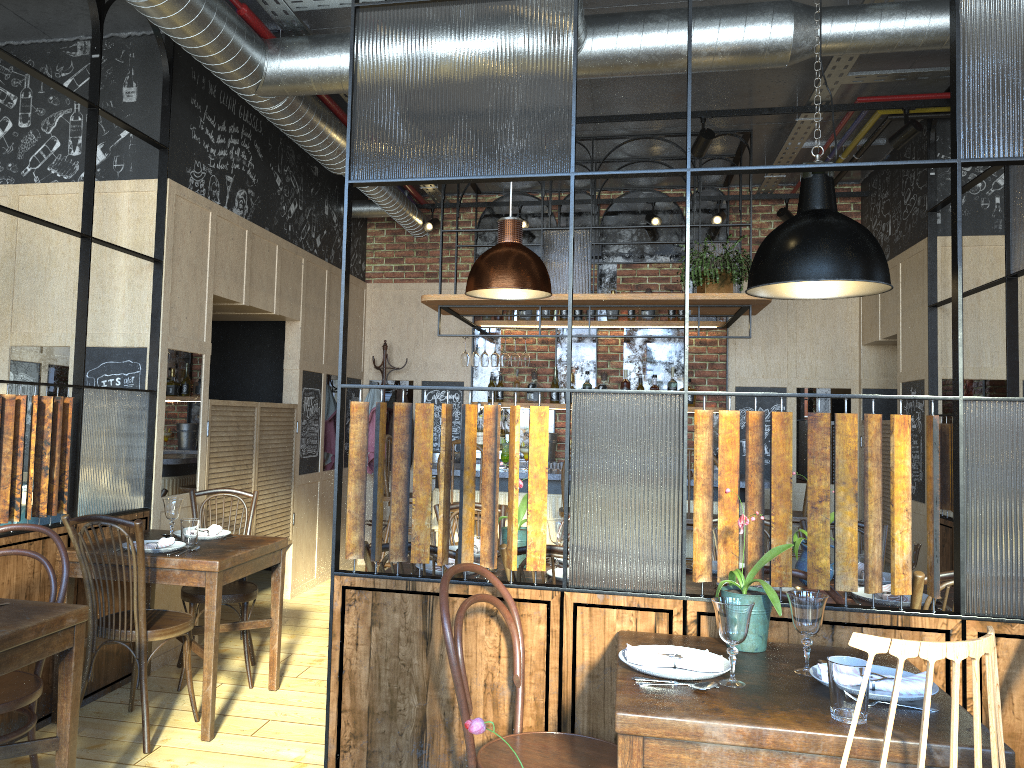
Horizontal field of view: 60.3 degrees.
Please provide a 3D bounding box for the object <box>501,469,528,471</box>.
[{"bbox_3d":[0.286,0.550,6.051,0.782,0.106,0.196,1,-3,12],"label":"object"}]

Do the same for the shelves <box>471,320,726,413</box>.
[{"bbox_3d":[0.730,-0.149,7.630,2.161,0.747,0.591,1,-3,12],"label":"shelves"}]

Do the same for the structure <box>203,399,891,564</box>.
[{"bbox_3d":[0.439,0.690,6.141,4.897,0.996,1.293,2,-3,-13],"label":"structure"}]

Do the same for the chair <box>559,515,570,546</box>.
[{"bbox_3d":[0.333,1.041,4.027,0.455,0.922,0.527,0,-4,27],"label":"chair"}]

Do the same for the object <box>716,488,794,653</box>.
[{"bbox_3d":[0.654,0.507,2.405,0.218,0.427,0.132,-2,-5,44],"label":"object"}]

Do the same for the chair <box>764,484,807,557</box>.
[{"bbox_3d":[1.818,1.018,5.824,0.425,1.197,0.421,0,-4,19],"label":"chair"}]

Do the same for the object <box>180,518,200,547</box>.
[{"bbox_3d":[-1.434,0.662,3.921,0.088,0.120,0.080,-1,-4,41],"label":"object"}]

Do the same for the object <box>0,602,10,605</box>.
[{"bbox_3d":[-1.701,0.639,2.641,0.333,0.051,0.263,1,-2,14],"label":"object"}]

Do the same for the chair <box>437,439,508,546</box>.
[{"bbox_3d":[-0.248,0.959,5.764,0.453,1.197,0.395,-1,-4,29],"label":"chair"}]

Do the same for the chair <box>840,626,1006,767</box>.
[{"bbox_3d":[0.625,0.915,1.577,0.522,1.007,0.462,2,-4,-18],"label":"chair"}]

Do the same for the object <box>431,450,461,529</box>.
[{"bbox_3d":[-0.619,1.093,7.514,0.380,1.036,0.416,5,-5,-45],"label":"object"}]

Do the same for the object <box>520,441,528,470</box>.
[{"bbox_3d":[0.102,0.499,6.131,0.111,0.197,0.101,-1,-4,38],"label":"object"}]

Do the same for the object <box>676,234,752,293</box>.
[{"bbox_3d":[1.396,-0.764,5.774,0.490,0.370,0.617,2,-3,-13],"label":"object"}]

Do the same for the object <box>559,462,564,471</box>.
[{"bbox_3d":[0.353,0.583,6.248,0.042,0.059,0.042,1,-3,0],"label":"object"}]

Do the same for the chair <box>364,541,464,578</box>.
[{"bbox_3d":[-0.290,0.987,3.108,0.415,0.916,0.508,0,-3,14],"label":"chair"}]

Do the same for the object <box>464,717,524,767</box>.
[{"bbox_3d":[0.035,0.483,0.627,0.227,0.432,0.131,-1,-4,29],"label":"object"}]

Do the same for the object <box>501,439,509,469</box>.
[{"bbox_3d":[-0.044,0.491,6.182,0.068,0.211,0.069,2,-3,-7],"label":"object"}]

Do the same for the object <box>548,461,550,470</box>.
[{"bbox_3d":[0.252,0.580,6.254,0.042,0.059,0.042,1,-3,0],"label":"object"}]

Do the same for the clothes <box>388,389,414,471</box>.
[{"bbox_3d":[-0.959,0.394,7.672,0.215,0.772,0.234,1,-3,7],"label":"clothes"}]

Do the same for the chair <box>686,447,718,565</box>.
[{"bbox_3d":[1.105,0.986,5.493,0.446,1.197,0.402,0,-4,14],"label":"chair"}]

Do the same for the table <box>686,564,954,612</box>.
[{"bbox_3d":[1.167,1.134,3.327,1.051,0.728,0.713,1,-3,11],"label":"table"}]

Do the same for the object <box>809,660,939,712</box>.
[{"bbox_3d":[0.843,0.686,2.072,0.276,0.051,0.317,1,-2,13],"label":"object"}]

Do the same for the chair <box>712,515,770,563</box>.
[{"bbox_3d":[1.019,1.050,3.782,0.412,0.916,0.511,1,-3,9],"label":"chair"}]

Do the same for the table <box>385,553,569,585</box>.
[{"bbox_3d":[0.040,1.113,3.580,1.051,0.728,0.713,1,-3,11],"label":"table"}]

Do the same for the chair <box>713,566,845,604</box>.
[{"bbox_3d":[0.861,1.006,2.790,0.455,0.922,0.527,0,-4,27],"label":"chair"}]

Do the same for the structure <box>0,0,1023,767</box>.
[{"bbox_3d":[0.184,-0.136,4.751,5.802,3.331,6.076,2,-3,-6],"label":"structure"}]

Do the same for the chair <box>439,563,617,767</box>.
[{"bbox_3d":[0.078,0.966,2.309,0.573,0.922,0.418,-1,-4,32],"label":"chair"}]

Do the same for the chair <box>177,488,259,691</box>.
[{"bbox_3d":[-1.481,1.009,4.473,0.396,0.916,0.532,2,-3,-16],"label":"chair"}]

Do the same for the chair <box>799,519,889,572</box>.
[{"bbox_3d":[1.441,1.059,3.735,0.415,0.916,0.508,0,-3,14],"label":"chair"}]

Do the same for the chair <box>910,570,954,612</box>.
[{"bbox_3d":[1.344,1.023,2.869,0.402,0.916,0.524,2,-3,-6],"label":"chair"}]

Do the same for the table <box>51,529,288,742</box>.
[{"bbox_3d":[-1.518,1.087,3.989,0.765,0.728,0.736,1,-3,10],"label":"table"}]

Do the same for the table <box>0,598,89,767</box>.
[{"bbox_3d":[-1.725,1.019,2.401,0.765,0.728,0.736,1,-3,10],"label":"table"}]

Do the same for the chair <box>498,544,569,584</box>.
[{"bbox_3d":[0.176,1.001,3.133,0.415,0.916,0.508,0,-3,14],"label":"chair"}]

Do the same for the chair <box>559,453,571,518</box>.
[{"bbox_3d":[0.516,0.975,5.625,0.439,1.197,0.408,1,-3,4],"label":"chair"}]

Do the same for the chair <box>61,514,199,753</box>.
[{"bbox_3d":[-1.552,0.973,3.625,0.415,0.916,0.508,0,-3,14],"label":"chair"}]

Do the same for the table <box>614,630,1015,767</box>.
[{"bbox_3d":[0.628,1.071,2.103,0.765,0.728,0.736,1,-3,10],"label":"table"}]

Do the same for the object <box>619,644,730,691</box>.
[{"bbox_3d":[0.398,0.677,2.160,0.276,0.051,0.317,1,-2,13],"label":"object"}]

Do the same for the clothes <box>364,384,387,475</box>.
[{"bbox_3d":[-1.191,0.397,7.510,0.282,0.792,0.230,-1,-4,37],"label":"clothes"}]

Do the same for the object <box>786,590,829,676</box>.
[{"bbox_3d":[0.729,0.616,2.179,0.096,0.192,0.100,2,-3,-15],"label":"object"}]

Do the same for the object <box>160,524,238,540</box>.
[{"bbox_3d":[-1.496,0.707,4.215,0.333,0.051,0.263,1,-2,14],"label":"object"}]

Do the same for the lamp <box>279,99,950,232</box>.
[{"bbox_3d":[0.453,-1.535,4.382,7.365,0.274,6.141,1,-2,11],"label":"lamp"}]

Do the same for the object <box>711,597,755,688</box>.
[{"bbox_3d":[0.518,0.606,2.070,0.094,0.192,0.102,3,-4,-33],"label":"object"}]

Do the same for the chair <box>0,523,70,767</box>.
[{"bbox_3d":[-1.689,0.937,2.784,0.440,0.922,0.546,1,-3,1],"label":"chair"}]

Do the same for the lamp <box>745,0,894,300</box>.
[{"bbox_3d":[1.204,-1.024,3.476,0.548,1.328,0.510,0,-4,23],"label":"lamp"}]

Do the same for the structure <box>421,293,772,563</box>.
[{"bbox_3d":[0.591,0.523,6.628,2.384,2.177,1.706,1,-3,11],"label":"structure"}]

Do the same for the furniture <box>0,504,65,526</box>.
[{"bbox_3d":[-2.962,0.997,3.932,1.470,0.823,1.462,1,-3,10],"label":"furniture"}]

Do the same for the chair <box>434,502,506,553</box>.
[{"bbox_3d":[-0.139,1.029,4.053,0.396,0.916,0.532,2,-3,-16],"label":"chair"}]

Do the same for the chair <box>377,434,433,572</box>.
[{"bbox_3d":[-0.759,0.971,6.401,0.419,1.197,0.427,1,-3,9],"label":"chair"}]

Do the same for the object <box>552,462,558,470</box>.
[{"bbox_3d":[0.302,0.581,6.243,0.042,0.059,0.042,1,-3,0],"label":"object"}]

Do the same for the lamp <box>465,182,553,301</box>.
[{"bbox_3d":[0.001,-1.042,3.747,0.359,1.337,0.377,2,-4,-17],"label":"lamp"}]

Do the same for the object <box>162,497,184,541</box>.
[{"bbox_3d":[-1.583,0.629,4.103,0.102,0.192,0.094,-1,-4,30],"label":"object"}]
